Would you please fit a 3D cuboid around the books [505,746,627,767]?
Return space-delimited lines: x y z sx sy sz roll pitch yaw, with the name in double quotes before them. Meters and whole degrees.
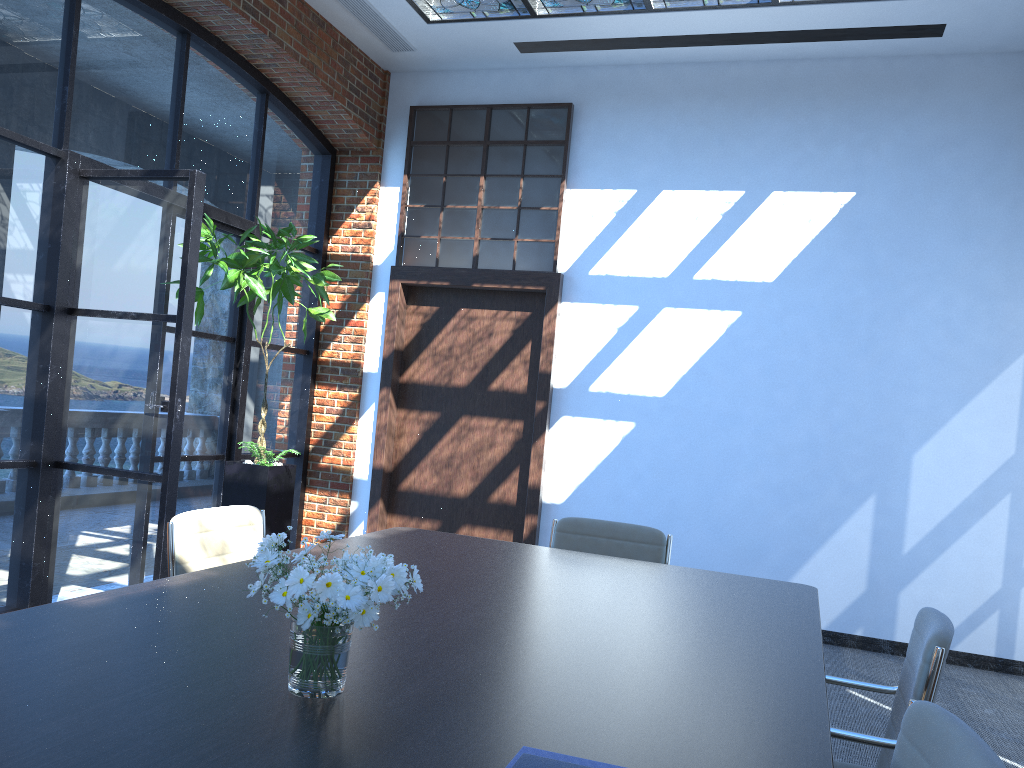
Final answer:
"books" 0.088 0.562 1.108 0.294 0.115 0.255 5 -1 17

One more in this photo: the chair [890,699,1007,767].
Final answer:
"chair" 0.394 1.011 1.526 0.706 0.923 0.560 5 0 12

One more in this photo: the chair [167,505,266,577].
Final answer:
"chair" -0.838 0.942 3.178 0.705 0.923 0.560 5 0 18

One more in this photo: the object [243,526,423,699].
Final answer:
"object" -0.351 0.441 1.718 0.328 0.309 0.336 5 -1 29

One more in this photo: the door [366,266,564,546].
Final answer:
"door" -0.382 0.335 6.907 1.398 2.435 0.200 5 1 18

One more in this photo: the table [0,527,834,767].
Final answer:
"table" -0.397 0.996 1.633 1.807 0.810 4.510 5 -2 18

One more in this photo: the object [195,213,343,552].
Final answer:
"object" -1.642 0.159 5.849 0.944 2.492 1.325 6 0 19

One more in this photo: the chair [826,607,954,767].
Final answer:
"chair" 0.847 1.084 2.579 0.705 0.923 0.561 5 0 22

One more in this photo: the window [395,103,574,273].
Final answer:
"window" -0.230 -1.501 6.835 1.327 1.292 0.059 5 1 18

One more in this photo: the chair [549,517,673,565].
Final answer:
"chair" 0.314 1.068 3.747 0.559 0.923 0.707 5 0 18
